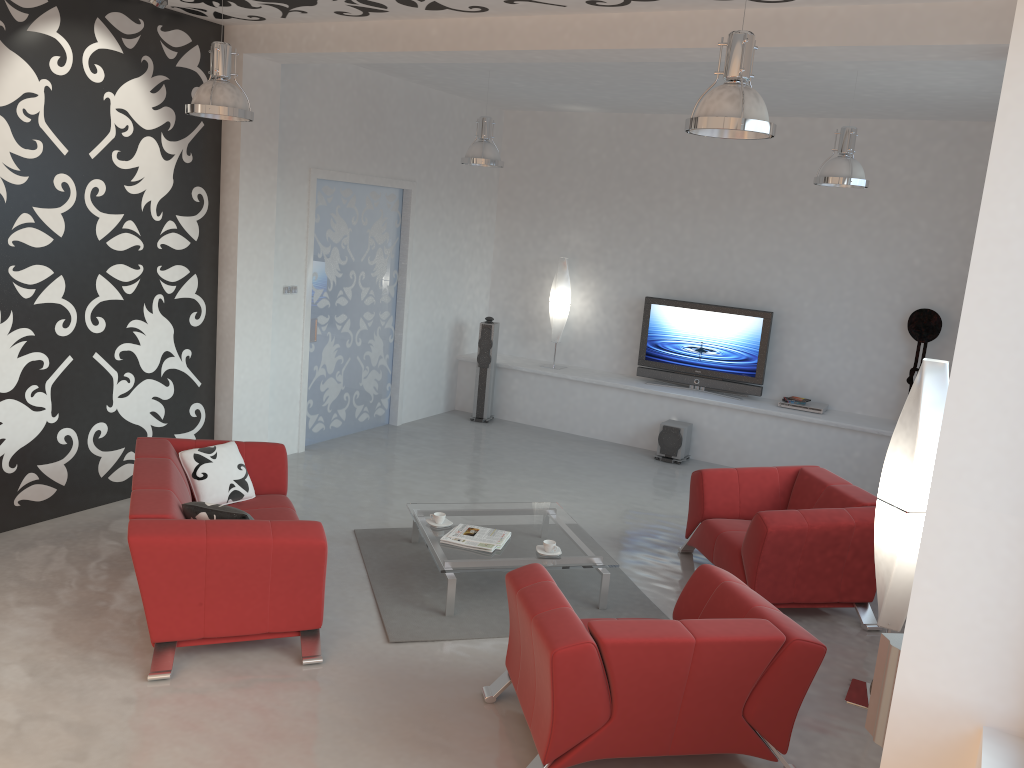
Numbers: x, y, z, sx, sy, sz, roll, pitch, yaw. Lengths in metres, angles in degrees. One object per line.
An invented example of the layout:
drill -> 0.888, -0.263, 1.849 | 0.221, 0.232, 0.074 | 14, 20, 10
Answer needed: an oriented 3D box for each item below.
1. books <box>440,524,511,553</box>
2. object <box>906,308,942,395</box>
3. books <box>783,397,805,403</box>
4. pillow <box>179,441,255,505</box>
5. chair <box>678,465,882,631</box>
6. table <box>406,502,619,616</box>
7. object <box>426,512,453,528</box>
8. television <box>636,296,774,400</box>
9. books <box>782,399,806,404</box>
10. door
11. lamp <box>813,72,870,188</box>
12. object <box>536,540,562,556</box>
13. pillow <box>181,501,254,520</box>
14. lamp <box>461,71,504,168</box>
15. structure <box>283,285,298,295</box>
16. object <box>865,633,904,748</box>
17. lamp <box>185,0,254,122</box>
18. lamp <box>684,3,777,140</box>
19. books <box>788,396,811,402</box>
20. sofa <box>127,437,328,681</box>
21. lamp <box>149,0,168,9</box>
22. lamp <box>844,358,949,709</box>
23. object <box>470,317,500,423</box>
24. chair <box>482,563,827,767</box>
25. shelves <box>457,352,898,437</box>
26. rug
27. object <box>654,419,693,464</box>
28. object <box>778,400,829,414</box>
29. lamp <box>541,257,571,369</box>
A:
books -> -0.211, 0.954, 5.526 | 0.367, 0.035, 0.345 | 8, 11, 18
object -> 3.838, -0.151, 8.382 | 0.108, 1.130, 0.331 | -3, 13, -37
books -> 2.845, 0.159, 8.943 | 0.190, 0.015, 0.135 | 6, 11, 8
pillow -> -1.838, 0.570, 5.538 | 0.288, 0.343, 0.402 | 12, 13, 35
chair -> 1.788, 1.004, 5.874 | 0.951, 0.738, 1.288 | 3, 11, -12
table -> -0.053, 1.092, 5.738 | 1.097, 0.286, 1.162 | 2, 11, -17
object -> -0.468, 0.875, 5.736 | 0.153, 0.069, 0.153 | -3, 13, -35
television -> 2.006, -0.386, 9.360 | 1.356, 0.919, 0.343 | 11, 12, 27
books -> 2.843, 0.174, 8.943 | 0.190, 0.015, 0.135 | 4, 11, -7
door -> -1.564, -0.734, 8.648 | 0.240, 2.550, 1.600 | 11, 12, 27
lamp -> 2.401, -1.819, 6.313 | 0.379, 0.800, 0.379 | 1, 11, -22
object -> 0.226, 0.997, 5.411 | 0.153, 0.069, 0.153 | 4, 11, -6
pillow -> -1.484, 0.771, 4.627 | 0.402, 0.343, 0.288 | 9, 11, 20
lamp -> -0.226, -2.307, 7.697 | 0.379, 0.800, 0.379 | 10, 12, 24
structure -> -1.923, -0.817, 7.701 | 0.016, 0.080, 0.170 | 11, 12, 27
object -> 1.180, 1.341, 2.772 | 0.214, 1.112, 0.229 | 4, 11, -7
lamp -> -1.667, -1.945, 5.091 | 0.379, 0.800, 0.379 | 9, 11, 20
lamp -> 0.960, -1.456, 3.707 | 0.379, 0.800, 0.379 | -2, 13, -33
books -> 2.888, 0.153, 8.913 | 0.190, 0.015, 0.135 | 13, 13, 37
sofa -> -1.667, 0.847, 5.101 | 0.951, 0.738, 1.929 | 1, 11, -22
lamp -> -2.120, -2.337, 5.299 | 0.118, 0.176, 0.112 | 1, 11, -19
lamp -> 1.963, 0.759, 4.428 | 0.313, 1.779, 0.313 | 9, 11, 19
object -> -0.291, -0.172, 9.964 | 0.255, 1.184, 0.273 | 7, 11, 13
chair -> 0.594, 1.256, 3.969 | 1.288, 0.738, 0.951 | 3, 11, -12
shelves -> 1.913, 0.103, 9.346 | 5.500, 0.050, 0.650 | 11, 12, 27
rug -> -0.077, 1.234, 5.762 | 1.700, 0.025, 1.700 | 2, 11, -17
object -> 1.650, 0.586, 9.028 | 0.336, 0.374, 0.337 | 11, 12, 27
object -> 2.935, 0.214, 8.929 | 0.430, 0.045, 0.352 | 11, 12, 27
lamp -> 0.529, -0.803, 10.023 | 0.263, 1.239, 0.263 | 9, 11, 19
